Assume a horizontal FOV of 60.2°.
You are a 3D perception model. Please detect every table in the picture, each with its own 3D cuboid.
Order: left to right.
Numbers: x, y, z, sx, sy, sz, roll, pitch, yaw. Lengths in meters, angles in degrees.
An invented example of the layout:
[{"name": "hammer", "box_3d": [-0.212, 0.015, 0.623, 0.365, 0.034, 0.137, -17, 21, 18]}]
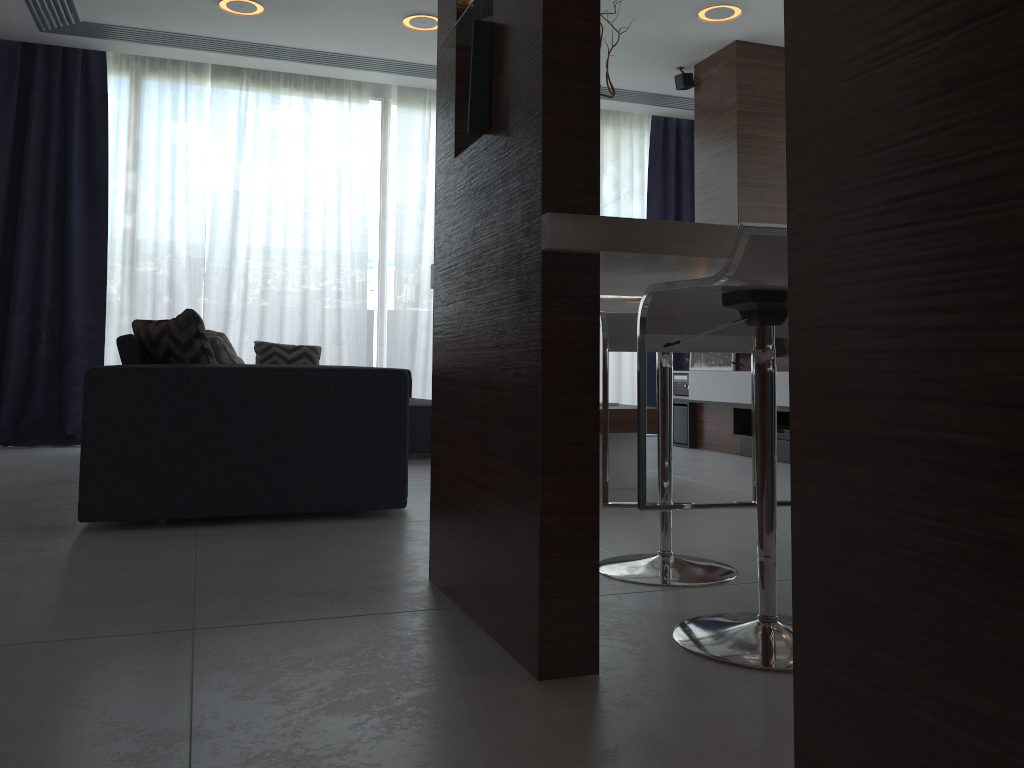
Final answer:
[{"name": "table", "box_3d": [0.168, 0.261, 4.019, 0.805, 0.354, 0.798, 0, 0, -19]}]

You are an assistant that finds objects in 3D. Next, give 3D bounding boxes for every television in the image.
[{"name": "television", "box_3d": [1.775, -0.458, 4.737, 0.297, 0.789, 1.227, 2, -1, -19]}]

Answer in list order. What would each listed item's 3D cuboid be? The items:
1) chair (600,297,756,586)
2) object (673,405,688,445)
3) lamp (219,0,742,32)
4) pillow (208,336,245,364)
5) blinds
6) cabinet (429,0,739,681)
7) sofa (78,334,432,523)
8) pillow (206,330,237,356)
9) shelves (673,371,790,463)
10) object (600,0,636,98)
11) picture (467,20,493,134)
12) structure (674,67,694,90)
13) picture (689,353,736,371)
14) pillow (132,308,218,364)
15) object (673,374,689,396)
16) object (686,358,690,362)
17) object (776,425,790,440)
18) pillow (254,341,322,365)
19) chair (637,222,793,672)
[{"name": "chair", "box_3d": [0.400, 0.112, 2.290, 0.396, 0.713, 0.462, 1, -3, -2]}, {"name": "object", "box_3d": [1.229, 0.273, 5.902, 0.254, 0.252, 0.212, 1, -2, -19]}, {"name": "lamp", "box_3d": [1.067, -2.028, 1.170, 5.338, 0.085, 9.569, 0, 1, -33]}, {"name": "pillow", "box_3d": [-1.131, -0.028, 3.336, 0.415, 0.296, 0.329, 0, -1, 33]}, {"name": "blinds", "box_3d": [-0.084, -0.950, 3.860, 7.131, 2.786, 5.784, 0, 0, -16]}, {"name": "cabinet", "box_3d": [1.477, -0.802, 2.399, 3.332, 2.566, 0.782, 1, -4, -19]}, {"name": "sofa", "box_3d": [-0.882, 0.119, 4.328, 1.897, 0.611, 2.866, 0, 1, -19]}, {"name": "pillow", "box_3d": [-1.250, -0.041, 3.595, 0.418, 0.353, 0.279, 0, -2, 24]}, {"name": "shelves", "box_3d": [1.809, 0.180, 5.191, 0.872, 0.501, 2.344, 1, 1, -19]}, {"name": "object", "box_3d": [0.106, -0.663, 2.206, 0.197, 0.738, 0.386, 4, -4, -38]}, {"name": "picture", "box_3d": [0.001, -0.620, 1.806, 0.175, 0.223, 0.050, 1, -4, -15]}, {"name": "structure", "box_3d": [1.171, -2.070, 6.000, 0.114, 0.143, 0.084, 2, -3, -29]}, {"name": "picture", "box_3d": [1.268, -0.434, 5.563, 0.053, 0.704, 0.498, 2, -3, -19]}, {"name": "pillow", "box_3d": [-1.149, -0.060, 3.095, 0.415, 0.388, 0.221, -1, -3, 41]}, {"name": "object", "box_3d": [1.298, 0.009, 6.043, 0.368, 0.151, 0.368, 0, 0, -19]}, {"name": "object", "box_3d": [1.378, -0.166, 6.195, 0.311, 0.151, 0.137, 0, -2, 28]}, {"name": "object", "box_3d": [1.615, 0.273, 4.899, 0.313, 0.068, 0.313, 0, 1, -19]}, {"name": "pillow", "box_3d": [-1.378, -0.094, 5.422, 0.415, 0.346, 0.285, 1, -2, -14]}, {"name": "chair", "box_3d": [0.480, 0.108, 1.647, 0.396, 0.744, 0.462, 1, -3, -13]}]
